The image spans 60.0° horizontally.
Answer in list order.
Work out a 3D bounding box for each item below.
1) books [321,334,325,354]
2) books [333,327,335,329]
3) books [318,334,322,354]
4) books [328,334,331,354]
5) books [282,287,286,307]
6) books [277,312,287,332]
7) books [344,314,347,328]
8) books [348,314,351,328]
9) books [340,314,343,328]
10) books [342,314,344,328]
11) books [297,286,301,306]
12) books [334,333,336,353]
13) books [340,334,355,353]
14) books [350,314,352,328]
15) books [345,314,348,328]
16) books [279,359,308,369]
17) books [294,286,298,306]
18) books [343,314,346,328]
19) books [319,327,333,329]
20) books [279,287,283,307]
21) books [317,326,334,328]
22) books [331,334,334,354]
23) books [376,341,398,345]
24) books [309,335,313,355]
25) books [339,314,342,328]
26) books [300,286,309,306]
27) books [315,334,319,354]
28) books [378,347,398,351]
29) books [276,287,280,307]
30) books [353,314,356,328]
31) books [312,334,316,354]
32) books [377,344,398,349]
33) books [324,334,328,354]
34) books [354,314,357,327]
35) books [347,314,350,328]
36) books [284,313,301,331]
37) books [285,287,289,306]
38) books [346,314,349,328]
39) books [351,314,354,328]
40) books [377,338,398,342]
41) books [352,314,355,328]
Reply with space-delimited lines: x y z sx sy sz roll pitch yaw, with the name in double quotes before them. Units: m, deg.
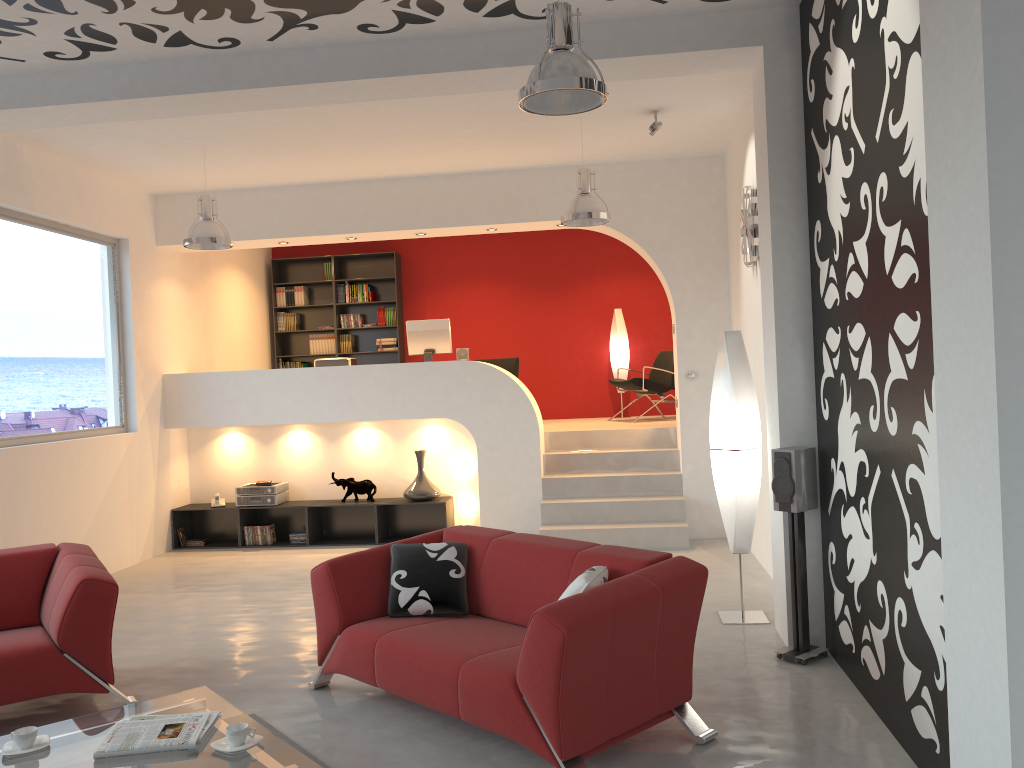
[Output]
"books" -2.417 -0.514 11.504 0.040 0.260 0.200 -2 0 7
"books" -2.274 -0.800 11.504 0.063 0.187 0.135 -2 0 7
"books" -2.457 -0.512 11.509 0.040 0.260 0.200 -2 0 7
"books" -2.336 -0.517 11.495 0.040 0.260 0.200 -2 0 7
"books" -2.938 -1.124 11.557 0.040 0.260 0.200 -2 0 7
"books" -2.980 -0.804 11.578 0.090 0.256 0.181 -2 0 7
"books" -2.139 -0.807 11.489 0.031 0.190 0.135 -2 0 7
"books" -2.079 -0.810 11.482 0.031 0.190 0.135 -2 0 7
"books" -2.184 -0.805 11.494 0.031 0.190 0.135 -2 0 7
"books" -2.169 -0.806 11.492 0.031 0.190 0.135 -2 0 7
"books" -2.736 -1.133 11.534 0.040 0.260 0.200 -2 0 7
"books" -2.256 -0.521 11.485 0.040 0.260 0.200 -2 0 7
"books" -2.129 -0.516 11.482 0.146 0.240 0.170 -2 0 7
"books" -2.064 -0.810 11.480 0.031 0.190 0.135 -2 0 7
"books" -2.124 -0.808 11.487 0.031 0.190 0.135 -2 0 7
"books" -2.833 -0.192 11.544 0.341 0.286 0.231 -2 0 7
"books" -2.776 -1.131 11.538 0.040 0.260 0.200 -2 0 7
"books" -2.154 -0.807 11.490 0.031 0.190 0.135 -2 0 7
"books" -2.394 -0.724 11.519 0.190 0.015 0.135 -2 0 7
"books" -2.978 -1.123 11.562 0.040 0.260 0.200 -2 0 7
"books" -2.413 -0.738 11.521 0.190 0.015 0.135 -2 0 7
"books" -2.296 -0.519 11.490 0.040 0.260 0.200 -2 0 7
"books" -1.592 -0.519 11.392 0.260 0.040 0.200 -2 0 6
"books" -2.578 -0.507 11.522 0.040 0.260 0.200 -2 0 7
"books" -2.199 -0.805 11.495 0.031 0.190 0.135 -2 0 7
"books" -2.696 -1.135 11.529 0.040 0.260 0.200 -2 0 7
"books" -2.497 -0.510 11.513 0.040 0.260 0.200 -2 0 7
"books" -1.565 -0.440 11.394 0.260 0.040 0.200 -2 0 8
"books" -3.018 -1.121 11.566 0.040 0.260 0.200 -2 0 7
"books" -2.020 -0.812 11.475 0.031 0.190 0.135 -2 0 7
"books" -2.537 -0.509 11.518 0.040 0.260 0.200 -2 0 7
"books" -1.586 -0.480 11.393 0.260 0.040 0.200 -2 0 7
"books" -2.377 -0.516 11.499 0.040 0.260 0.200 -2 0 7
"books" -2.005 -0.813 11.473 0.031 0.190 0.135 -2 0 7
"books" -2.094 -0.809 11.483 0.031 0.190 0.135 -2 0 7
"books" -2.861 -0.801 11.563 0.146 0.240 0.170 -2 0 7
"books" -2.898 -1.126 11.552 0.040 0.260 0.200 -2 0 7
"books" -2.109 -0.809 11.485 0.031 0.190 0.135 -2 0 7
"books" -2.050 -0.811 11.478 0.031 0.190 0.135 -2 0 7
"books" -1.585 -0.560 11.382 0.260 0.040 0.200 -2 0 7
"books" -2.035 -0.812 11.476 0.031 0.190 0.135 -2 0 7
